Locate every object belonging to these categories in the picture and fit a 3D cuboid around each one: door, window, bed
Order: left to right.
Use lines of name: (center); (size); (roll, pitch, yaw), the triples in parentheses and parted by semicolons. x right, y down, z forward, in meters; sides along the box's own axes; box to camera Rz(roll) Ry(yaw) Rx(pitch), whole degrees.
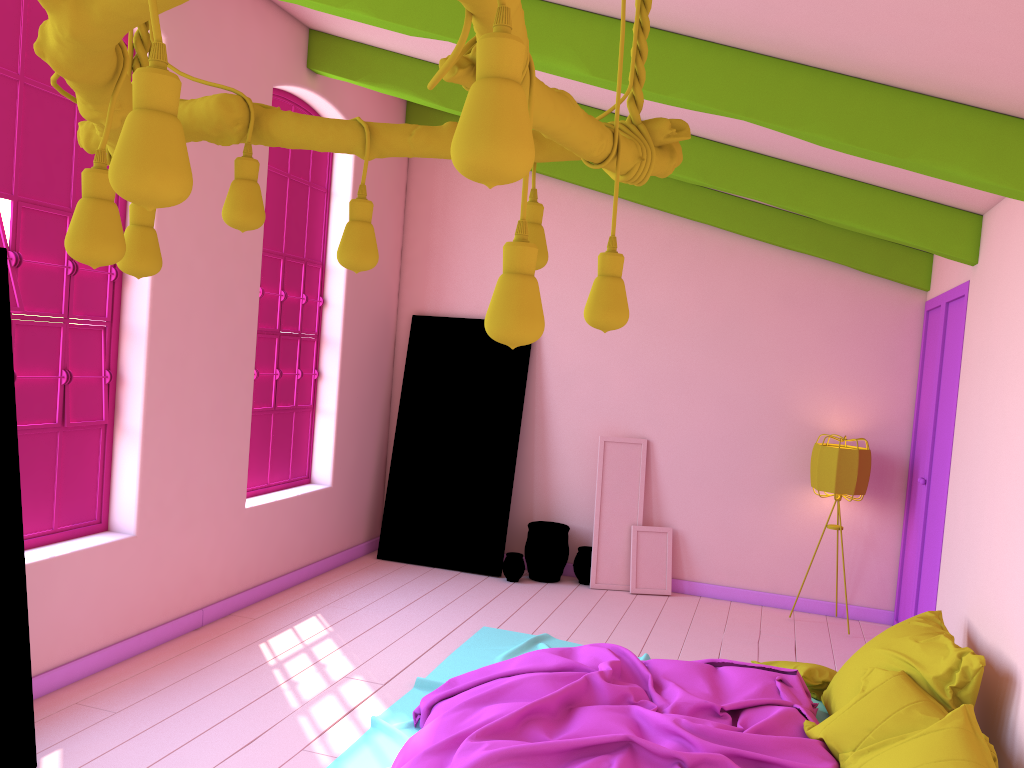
door: (-2.387, 0.525, 3.304); (0.449, 2.212, 1.153); (6, 3, 27)
window: (-2.468, -0.634, 4.375); (0.214, 3.011, 1.513); (5, 3, 17)
window: (-1.740, -0.671, 6.725); (0.072, 3.049, 1.274); (5, 3, 17)
door: (-0.503, 0.509, 7.872); (1.153, 2.212, 0.450); (5, 3, 17)
bed: (0.598, 1.583, 4.091); (2.801, 0.514, 3.575); (5, 2, 17)
door: (2.904, 0.657, 6.199); (0.108, 2.592, 1.677); (5, 3, 17)

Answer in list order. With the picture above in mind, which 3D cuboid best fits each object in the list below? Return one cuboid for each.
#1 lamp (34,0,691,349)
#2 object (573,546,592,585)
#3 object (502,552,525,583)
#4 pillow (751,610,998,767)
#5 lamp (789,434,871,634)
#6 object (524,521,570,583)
lamp: (-0.274, -1.219, 1.541); (1.610, 2.266, 1.774); (4, 2, -1)
object: (0.651, 1.561, 7.609); (0.260, 0.307, 0.260); (2, 3, -41)
object: (0.015, 1.552, 7.495); (0.199, 0.234, 0.199); (4, 3, -16)
pillow: (1.724, 1.511, 4.016); (0.848, 0.822, 2.616); (5, 2, 6)
lamp: (2.529, 1.134, 6.889); (0.476, 1.467, 0.491); (2, 4, -43)
object: (0.299, 1.445, 7.635); (0.386, 0.471, 0.385); (3, 3, -31)
